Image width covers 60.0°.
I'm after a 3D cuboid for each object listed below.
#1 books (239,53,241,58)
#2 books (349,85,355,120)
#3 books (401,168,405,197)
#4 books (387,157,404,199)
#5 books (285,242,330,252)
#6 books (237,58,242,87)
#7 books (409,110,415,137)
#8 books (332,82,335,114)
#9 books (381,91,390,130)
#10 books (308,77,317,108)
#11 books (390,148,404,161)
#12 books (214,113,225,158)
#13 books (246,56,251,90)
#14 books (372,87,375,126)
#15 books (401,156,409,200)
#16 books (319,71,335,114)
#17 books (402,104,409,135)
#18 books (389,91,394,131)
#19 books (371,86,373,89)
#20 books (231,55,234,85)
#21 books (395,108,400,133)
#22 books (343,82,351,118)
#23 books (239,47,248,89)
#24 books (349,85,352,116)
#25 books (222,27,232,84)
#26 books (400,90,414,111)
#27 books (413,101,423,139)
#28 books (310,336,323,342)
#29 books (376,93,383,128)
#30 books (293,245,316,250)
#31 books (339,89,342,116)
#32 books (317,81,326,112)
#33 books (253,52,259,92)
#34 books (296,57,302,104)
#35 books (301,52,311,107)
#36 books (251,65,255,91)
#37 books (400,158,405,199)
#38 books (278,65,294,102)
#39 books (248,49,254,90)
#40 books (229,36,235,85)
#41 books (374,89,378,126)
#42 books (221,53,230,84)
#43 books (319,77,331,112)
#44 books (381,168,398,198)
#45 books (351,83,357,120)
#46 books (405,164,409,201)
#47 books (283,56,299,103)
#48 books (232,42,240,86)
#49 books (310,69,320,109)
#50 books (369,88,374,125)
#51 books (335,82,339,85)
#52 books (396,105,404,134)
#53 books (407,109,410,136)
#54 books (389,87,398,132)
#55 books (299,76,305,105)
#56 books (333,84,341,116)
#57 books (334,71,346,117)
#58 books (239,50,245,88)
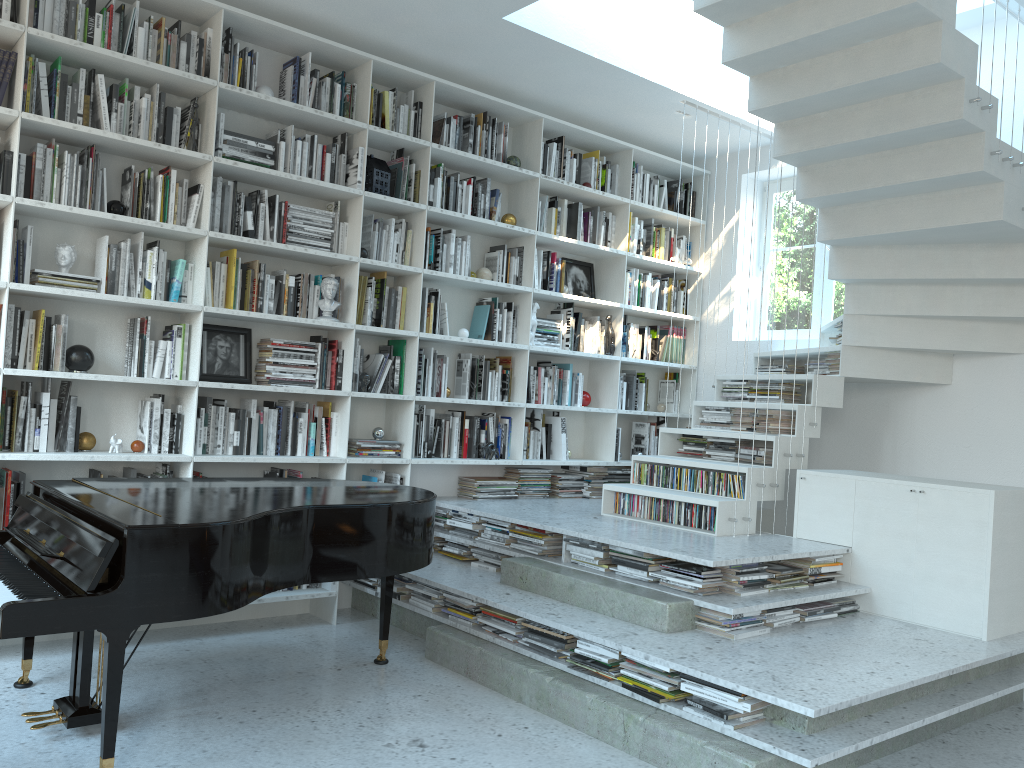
[{"bbox_3d":[-1.447,-1.590,4.619,0.006,0.233,0.136,4,-1,-39],"label":"books"},{"bbox_3d":[-0.939,-1.551,5.011,0.014,0.238,0.153,4,-1,-39],"label":"books"},{"bbox_3d":[-0.694,-1.152,5.230,0.024,0.217,0.168,4,-1,-39],"label":"books"},{"bbox_3d":[-0.697,-1.181,5.190,0.021,0.272,0.190,4,-1,-39],"label":"books"},{"bbox_3d":[-1.150,-0.744,4.870,0.254,0.012,0.161,5,-2,-36],"label":"books"},{"bbox_3d":[-1.447,-1.572,4.594,0.023,0.195,0.172,4,-1,-39],"label":"books"},{"bbox_3d":[-0.640,-1.503,5.253,0.022,0.194,0.181,4,-1,-39],"label":"books"},{"bbox_3d":[-1.035,-1.548,4.922,0.012,0.217,0.179,4,-1,-39],"label":"books"},{"bbox_3d":[-0.770,-1.545,5.131,0.054,0.254,0.190,4,-1,-39],"label":"books"},{"bbox_3d":[-1.132,-1.553,4.843,0.050,0.211,0.172,4,-1,-39],"label":"books"},{"bbox_3d":[-0.694,-1.213,5.228,0.025,0.339,0.142,4,-1,-39],"label":"books"},{"bbox_3d":[-1.519,-1.237,4.522,0.021,0.249,0.191,4,-1,-39],"label":"books"},{"bbox_3d":[-1.404,-1.581,4.624,0.016,0.219,0.144,4,-1,-39],"label":"books"},{"bbox_3d":[-0.831,-1.553,5.089,0.034,0.261,0.157,4,-1,-39],"label":"books"},{"bbox_3d":[-0.670,-1.186,5.221,0.021,0.288,0.179,4,-1,-39],"label":"books"},{"bbox_3d":[-1.035,-1.576,4.907,0.010,0.270,0.180,4,-1,-39],"label":"books"},{"bbox_3d":[-0.671,-1.516,5.211,0.031,0.213,0.169,4,-1,-39],"label":"books"},{"bbox_3d":[-0.751,-1.553,5.174,0.030,0.274,0.151,4,-1,-39],"label":"books"},{"bbox_3d":[-0.851,-1.554,5.071,0.006,0.259,0.166,4,-1,-39],"label":"books"},{"bbox_3d":[-1.477,-1.579,4.588,0.011,0.205,0.145,4,-1,-39],"label":"books"},{"bbox_3d":[-0.713,-1.503,5.180,0.022,0.180,0.173,4,-1,-39],"label":"books"},{"bbox_3d":[-0.965,-1.556,4.987,0.028,0.244,0.161,4,-1,-39],"label":"books"},{"bbox_3d":[-1.416,-1.604,4.619,0.013,0.264,0.147,4,-1,-39],"label":"books"},{"bbox_3d":[-0.955,-1.555,5.008,0.014,0.244,0.145,4,-1,-39],"label":"books"},{"bbox_3d":[-1.486,-1.648,4.569,0.014,0.341,0.145,4,-1,-39],"label":"books"},{"bbox_3d":[-0.633,-1.570,5.278,0.012,0.329,0.128,4,-1,-39],"label":"books"},{"bbox_3d":[-0.599,-1.530,5.266,0.029,0.253,0.186,4,-1,-39],"label":"books"},{"bbox_3d":[-1.103,-0.120,4.958,0.011,0.299,0.130,4,-1,-39],"label":"books"},{"bbox_3d":[-0.801,-1.537,5.102,0.015,0.233,0.171,4,-1,-39],"label":"books"},{"bbox_3d":[-1.149,-0.731,4.868,0.254,0.012,0.161,5,-2,-43],"label":"books"},{"bbox_3d":[-1.000,-1.538,4.977,0.014,0.204,0.135,4,-1,-39],"label":"books"},{"bbox_3d":[-1.078,-1.545,4.886,0.033,0.203,0.166,4,-1,-39],"label":"books"},{"bbox_3d":[-1.371,-1.596,4.651,0.011,0.256,0.143,4,-1,-39],"label":"books"},{"bbox_3d":[-1.187,-1.601,4.803,0.011,0.296,0.157,4,-1,-39],"label":"books"},{"bbox_3d":[-1.148,-1.616,4.821,0.010,0.331,0.186,4,-1,-39],"label":"books"},{"bbox_3d":[-1.386,-1.562,4.649,0.010,0.186,0.152,4,-1,-39],"label":"books"},{"bbox_3d":[-0.692,-1.180,5.210,0.022,0.272,0.181,4,-1,-39],"label":"books"},{"bbox_3d":[-1.223,-1.578,4.787,0.012,0.245,0.151,4,-1,-39],"label":"books"},{"bbox_3d":[-1.393,-1.598,4.630,0.005,0.255,0.168,4,-1,-39],"label":"books"},{"bbox_3d":[-1.475,-1.625,4.572,0.010,0.296,0.153,4,-1,-39],"label":"books"},{"bbox_3d":[-0.820,-1.553,5.109,0.008,0.262,0.142,4,-1,-39],"label":"books"},{"bbox_3d":[-1.498,-1.576,4.545,0.026,0.194,0.166,4,-1,-39],"label":"books"},{"bbox_3d":[-1.058,-1.560,4.907,0.023,0.236,0.154,4,-1,-39],"label":"books"},{"bbox_3d":[-0.725,-1.153,5.210,0.019,0.214,0.156,4,-1,-39],"label":"books"},{"bbox_3d":[-0.929,-1.559,5.027,0.022,0.257,0.136,4,-1,-39],"label":"books"},{"bbox_3d":[-0.660,-1.169,5.242,0.005,0.255,0.158,4,-1,-39],"label":"books"},{"bbox_3d":[-1.200,-1.600,4.782,0.014,0.292,0.176,4,-1,-39],"label":"books"},{"bbox_3d":[-1.450,-1.608,4.574,0.011,0.265,0.163,4,-1,-39],"label":"books"},{"bbox_3d":[-1.112,-1.581,4.882,0.028,0.270,0.140,4,-1,-39],"label":"books"},{"bbox_3d":[-0.847,-1.544,5.055,0.007,0.239,0.191,4,-1,-39],"label":"books"},{"bbox_3d":[-1.019,-1.554,4.969,0.026,0.233,0.137,4,-1,-39],"label":"books"},{"bbox_3d":[-0.695,-1.512,5.196,0.024,0.201,0.180,4,-1,-39],"label":"books"},{"bbox_3d":[-0.662,-1.510,5.244,0.025,0.203,0.162,4,-1,-39],"label":"books"},{"bbox_3d":[-0.724,-1.563,5.173,0.010,0.297,0.167,4,-1,-39],"label":"books"},{"bbox_3d":[-1.182,-1.556,4.824,0.031,0.208,0.146,4,-1,-39],"label":"books"},{"bbox_3d":[-1.011,-1.540,4.919,0.023,0.202,0.193,4,-1,-39],"label":"books"},{"bbox_3d":[-0.983,-1.589,4.981,0.012,0.308,0.138,4,-1,-39],"label":"books"},{"bbox_3d":[-1.431,-1.597,4.616,0.014,0.248,0.139,4,-1,-39],"label":"books"}]
